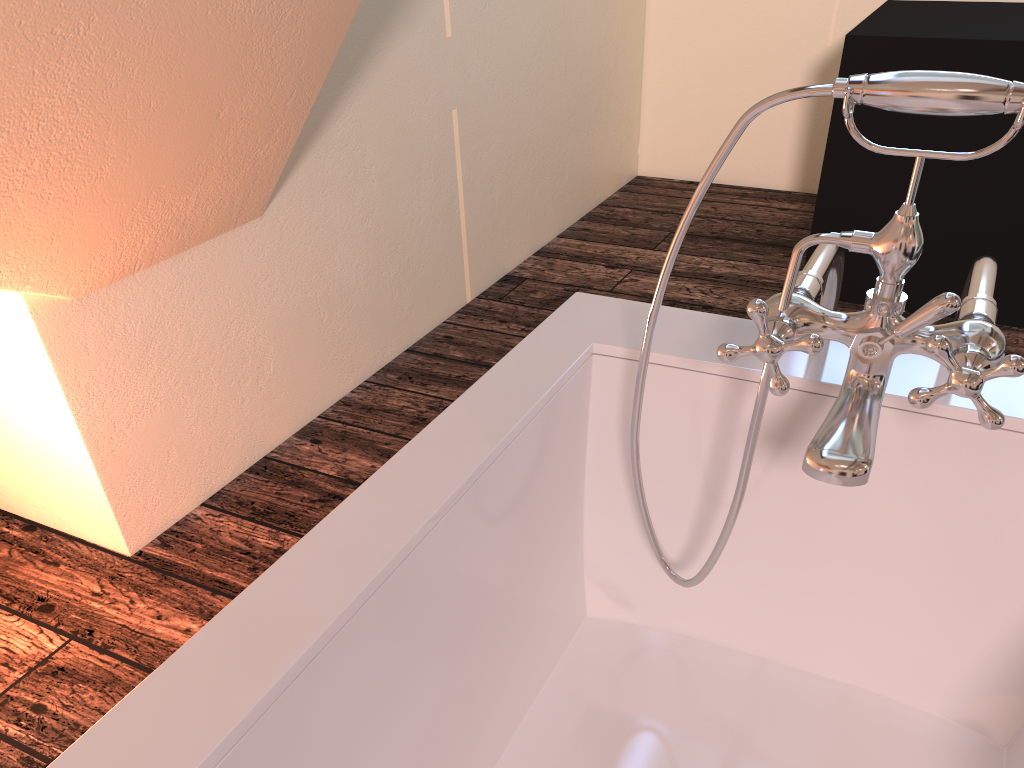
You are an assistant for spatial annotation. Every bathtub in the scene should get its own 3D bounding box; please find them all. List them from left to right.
[{"bbox_3d":[-0.041,0.767,0.485,0.796,0.707,2.183,14,36,24],"label":"bathtub"}]

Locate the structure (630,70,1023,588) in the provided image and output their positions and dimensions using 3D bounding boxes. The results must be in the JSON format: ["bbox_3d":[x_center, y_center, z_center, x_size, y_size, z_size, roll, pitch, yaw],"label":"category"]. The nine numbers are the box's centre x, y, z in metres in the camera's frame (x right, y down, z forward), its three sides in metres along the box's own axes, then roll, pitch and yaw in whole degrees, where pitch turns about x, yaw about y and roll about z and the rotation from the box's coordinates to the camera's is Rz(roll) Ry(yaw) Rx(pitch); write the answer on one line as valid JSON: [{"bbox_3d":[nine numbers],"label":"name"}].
[{"bbox_3d":[0.406,0.154,1.070,0.381,1.141,0.548,25,42,35],"label":"structure"}]

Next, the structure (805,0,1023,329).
[{"bbox_3d":[1.476,-0.773,2.733,0.866,0.877,0.789,14,36,23],"label":"structure"}]
